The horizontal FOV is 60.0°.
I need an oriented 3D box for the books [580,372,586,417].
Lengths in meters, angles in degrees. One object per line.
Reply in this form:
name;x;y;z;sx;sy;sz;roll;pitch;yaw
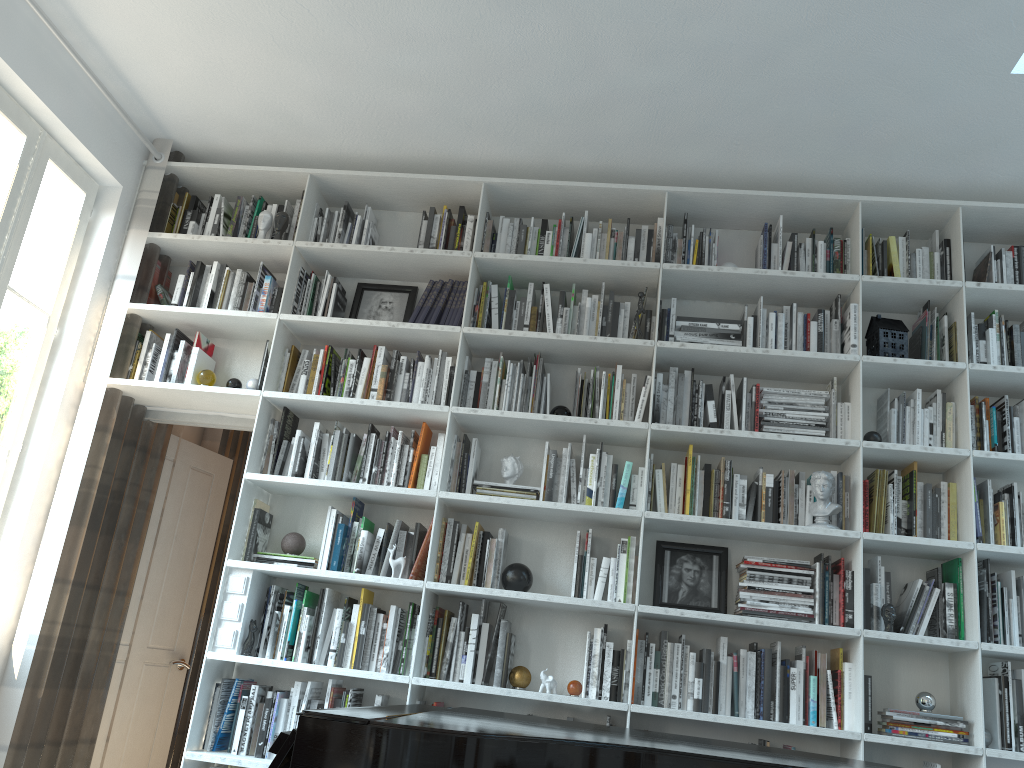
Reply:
books;0.314;0.088;3.909;0.005;0.235;0.179;5;-18;7

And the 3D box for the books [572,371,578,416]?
books;0.279;0.086;3.944;0.005;0.253;0.161;5;-18;7

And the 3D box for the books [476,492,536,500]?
books;-0.024;0.502;3.825;0.254;0.012;0.161;6;-19;4

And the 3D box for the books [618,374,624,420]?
books;0.477;0.099;3.911;0.010;0.256;0.140;5;-18;7

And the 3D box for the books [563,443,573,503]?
books;0.239;0.413;3.818;0.012;0.285;0.168;5;-18;7

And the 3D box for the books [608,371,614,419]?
books;0.435;0.091;3.918;0.004;0.264;0.142;5;-18;7

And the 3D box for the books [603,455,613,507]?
books;0.412;0.448;3.812;0.022;0.255;0.152;5;-18;7

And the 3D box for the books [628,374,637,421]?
books;0.527;0.101;3.899;0.022;0.256;0.155;5;-18;7

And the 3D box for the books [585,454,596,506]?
books;0.339;0.440;3.802;0.028;0.246;0.170;5;-18;7

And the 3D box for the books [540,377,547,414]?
books;0.142;0.095;3.959;0.012;0.217;0.151;5;-18;7

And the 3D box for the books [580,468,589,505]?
books;0.311;0.472;3.814;0.025;0.188;0.140;5;-18;7

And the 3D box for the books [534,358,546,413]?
books;0.123;0.052;3.946;0.011;0.286;0.189;5;-18;7

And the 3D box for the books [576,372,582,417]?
books;0.298;0.088;3.921;0.005;0.239;0.174;5;-18;7

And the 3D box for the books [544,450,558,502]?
books;0.170;0.425;3.818;0.030;0.246;0.175;5;-18;7

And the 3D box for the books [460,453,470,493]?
books;-0.200;0.421;3.882;0.034;0.209;0.137;5;-18;7

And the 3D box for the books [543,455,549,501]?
books;0.151;0.437;3.836;0.010;0.231;0.155;5;-18;7

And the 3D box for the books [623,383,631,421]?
books;0.503;0.122;3.904;0.024;0.215;0.142;5;-18;7

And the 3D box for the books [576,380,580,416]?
books;0.295;0.096;3.944;0.005;0.238;0.146;5;-18;7

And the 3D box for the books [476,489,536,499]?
books;-0.023;0.490;3.827;0.254;0.012;0.161;6;-19;3

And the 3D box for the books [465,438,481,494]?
books;-0.170;0.389;3.884;0.021;0.277;0.137;5;-18;7

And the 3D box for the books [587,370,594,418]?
books;0.346;0.086;3.940;0.009;0.266;0.150;5;-18;7

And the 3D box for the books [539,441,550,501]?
books;0.142;0.407;3.833;0.012;0.284;0.160;5;-18;7

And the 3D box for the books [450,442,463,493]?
books;-0.238;0.393;3.888;0.024;0.256;0.134;5;-18;7

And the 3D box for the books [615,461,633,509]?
books;0.474;0.459;3.777;0.060;0.226;0.179;5;-18;7

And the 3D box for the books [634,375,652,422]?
books;0.567;0.107;3.870;0.064;0.236;0.209;5;-18;7

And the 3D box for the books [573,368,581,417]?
books;0.289;0.079;3.954;0.012;0.275;0.129;5;-18;7

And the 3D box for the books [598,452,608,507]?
books;0.388;0.438;3.797;0.023;0.259;0.171;5;-18;7

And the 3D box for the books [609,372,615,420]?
books;0.439;0.095;3.910;0.006;0.252;0.181;5;-18;7

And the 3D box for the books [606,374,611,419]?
books;0.424;0.096;3.918;0.017;0.252;0.140;5;-18;7

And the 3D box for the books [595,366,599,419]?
books;0.379;0.079;3.939;0.033;0.286;0.156;5;-18;7

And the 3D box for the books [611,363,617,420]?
books;0.448;0.072;3.919;0.006;0.302;0.166;5;-18;8

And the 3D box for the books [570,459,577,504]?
books;0.267;0.449;3.820;0.048;0.224;0.150;5;-18;7

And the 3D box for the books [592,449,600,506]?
books;0.359;0.430;3.792;0.012;0.264;0.193;5;-18;7

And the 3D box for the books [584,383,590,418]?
books;0.332;0.114;3.923;0.011;0.199;0.163;5;-18;7

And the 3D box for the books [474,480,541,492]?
books;-0.019;0.456;3.840;0.285;0.012;0.160;6;-19;4

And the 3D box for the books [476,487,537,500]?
books;-0.021;0.480;3.835;0.254;0.012;0.161;6;-19;5

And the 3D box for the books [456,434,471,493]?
books;-0.216;0.381;3.909;0.011;0.297;0.136;5;-18;7

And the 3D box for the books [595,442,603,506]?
books;0.373;0.417;3.804;0.011;0.299;0.179;5;-18;7

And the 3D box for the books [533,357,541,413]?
books;0.115;0.049;3.970;0.005;0.304;0.163;5;-18;7

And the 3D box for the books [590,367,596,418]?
books;0.359;0.080;3.929;0.005;0.274;0.157;5;-18;7

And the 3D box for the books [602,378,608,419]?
books;0.411;0.107;3.929;0.011;0.235;0.131;5;-18;7

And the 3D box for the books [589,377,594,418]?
books;0.348;0.100;3.901;0.006;0.215;0.182;5;-18;7

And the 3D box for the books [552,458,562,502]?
books;0.198;0.446;3.839;0.024;0.226;0.138;5;-18;7

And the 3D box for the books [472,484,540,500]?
books;-0.020;0.469;3.841;0.285;0.012;0.160;4;-19;9

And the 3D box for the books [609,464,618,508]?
books;0.433;0.468;3.804;0.026;0.218;0.150;5;-18;7

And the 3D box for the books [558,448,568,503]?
books;0.222;0.424;3.828;0.022;0.266;0.152;5;-18;7

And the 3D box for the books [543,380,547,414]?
books;0.149;0.099;3.955;0.004;0.209;0.132;5;-18;7

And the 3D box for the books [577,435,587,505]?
books;0.301;0.400;3.824;0.010;0.328;0.174;5;-18;7

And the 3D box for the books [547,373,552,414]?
books;0.166;0.087;3.949;0.031;0.231;0.148;5;-18;7

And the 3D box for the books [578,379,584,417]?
books;0.307;0.106;3.932;0.013;0.215;0.150;5;-18;7

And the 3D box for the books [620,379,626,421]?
books;0.487;0.114;3.909;0.011;0.229;0.166;5;-18;7

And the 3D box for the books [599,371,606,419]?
books;0.396;0.090;3.897;0.013;0.243;0.189;5;-18;7

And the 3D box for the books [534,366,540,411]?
books;0.118;0.058;3.964;0.004;0.283;0.167;5;-18;7

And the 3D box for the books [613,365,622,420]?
books;0.462;0.083;3.910;0.022;0.283;0.190;5;-18;7

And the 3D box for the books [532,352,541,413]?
books;0.111;0.037;3.976;0.005;0.330;0.162;5;-18;7

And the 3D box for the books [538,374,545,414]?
books;0.133;0.087;3.969;0.009;0.236;0.135;5;-18;7

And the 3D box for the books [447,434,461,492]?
books;-0.253;0.381;3.900;0.012;0.284;0.160;5;-18;7
